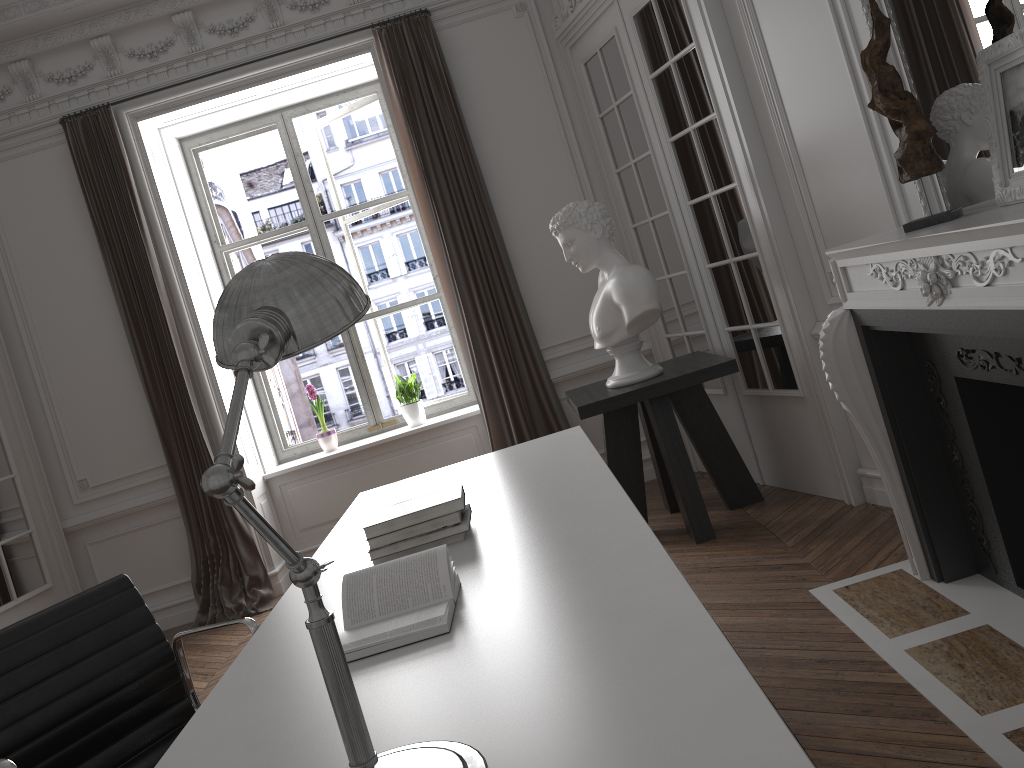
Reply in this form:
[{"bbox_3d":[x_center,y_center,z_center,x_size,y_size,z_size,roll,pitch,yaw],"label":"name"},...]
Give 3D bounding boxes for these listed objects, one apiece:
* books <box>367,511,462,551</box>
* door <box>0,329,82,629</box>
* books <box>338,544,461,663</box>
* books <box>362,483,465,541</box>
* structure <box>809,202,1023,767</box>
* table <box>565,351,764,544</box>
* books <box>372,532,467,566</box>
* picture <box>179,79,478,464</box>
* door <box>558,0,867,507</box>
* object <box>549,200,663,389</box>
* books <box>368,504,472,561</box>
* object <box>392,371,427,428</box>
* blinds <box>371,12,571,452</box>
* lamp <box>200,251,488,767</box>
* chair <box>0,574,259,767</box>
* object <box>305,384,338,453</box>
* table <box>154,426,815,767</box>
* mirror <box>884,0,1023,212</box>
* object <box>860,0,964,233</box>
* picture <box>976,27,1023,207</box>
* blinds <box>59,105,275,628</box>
[{"bbox_3d":[-0.250,0.362,2.311,0.240,0.028,0.191,-17,5,-2],"label":"books"},{"bbox_3d":[-3.087,0.451,4.537,0.085,2.734,1.576,-17,2,16],"label":"door"},{"bbox_3d":[-0.232,0.420,1.728,0.226,0.095,0.280,-17,5,2],"label":"books"},{"bbox_3d":[-0.250,0.331,2.310,0.259,0.032,0.191,-17,5,-2],"label":"books"},{"bbox_3d":[1.291,0.160,2.329,0.809,1.182,1.609,-17,3,0],"label":"structure"},{"bbox_3d":[0.761,0.320,4.364,0.767,0.749,0.769,-17,3,0],"label":"table"},{"bbox_3d":[-0.236,0.407,2.317,0.242,0.023,0.192,-17,5,2],"label":"books"},{"bbox_3d":[-1.184,-0.796,2.343,13.246,4.800,13.231,-18,4,-8],"label":"picture"},{"bbox_3d":[0.927,-0.779,4.594,0.086,2.734,1.557,-17,2,-15],"label":"door"},{"bbox_3d":[0.479,-0.461,4.304,0.392,0.923,0.635,-17,2,0],"label":"object"},{"bbox_3d":[-0.234,0.384,2.308,0.258,0.023,0.212,-17,5,0],"label":"books"},{"bbox_3d":[-0.674,0.095,5.878,0.217,0.369,0.282,-18,2,-22],"label":"object"},{"bbox_3d":[-0.245,-0.688,5.182,0.780,3.099,0.342,-17,1,-6],"label":"blinds"},{"bbox_3d":[-0.252,0.171,1.105,0.269,0.698,0.489,-17,2,0],"label":"lamp"},{"bbox_3d":[-0.747,0.918,1.869,0.662,0.923,0.701,-16,2,26],"label":"chair"},{"bbox_3d":[-1.276,0.222,5.908,0.130,0.476,0.128,-18,1,-40],"label":"object"},{"bbox_3d":[-0.035,0.765,2.149,0.900,0.748,2.630,-17,5,0],"label":"table"},{"bbox_3d":[1.183,-1.329,2.319,0.001,1.812,1.124,-17,2,1],"label":"mirror"},{"bbox_3d":[1.144,-0.834,2.623,0.163,0.753,0.144,-16,1,42],"label":"object"},{"bbox_3d":[1.335,-0.697,2.301,0.096,0.434,0.341,-17,2,0],"label":"picture"},{"bbox_3d":[-2.095,-0.123,5.192,0.579,3.100,0.311,-17,1,5],"label":"blinds"}]
